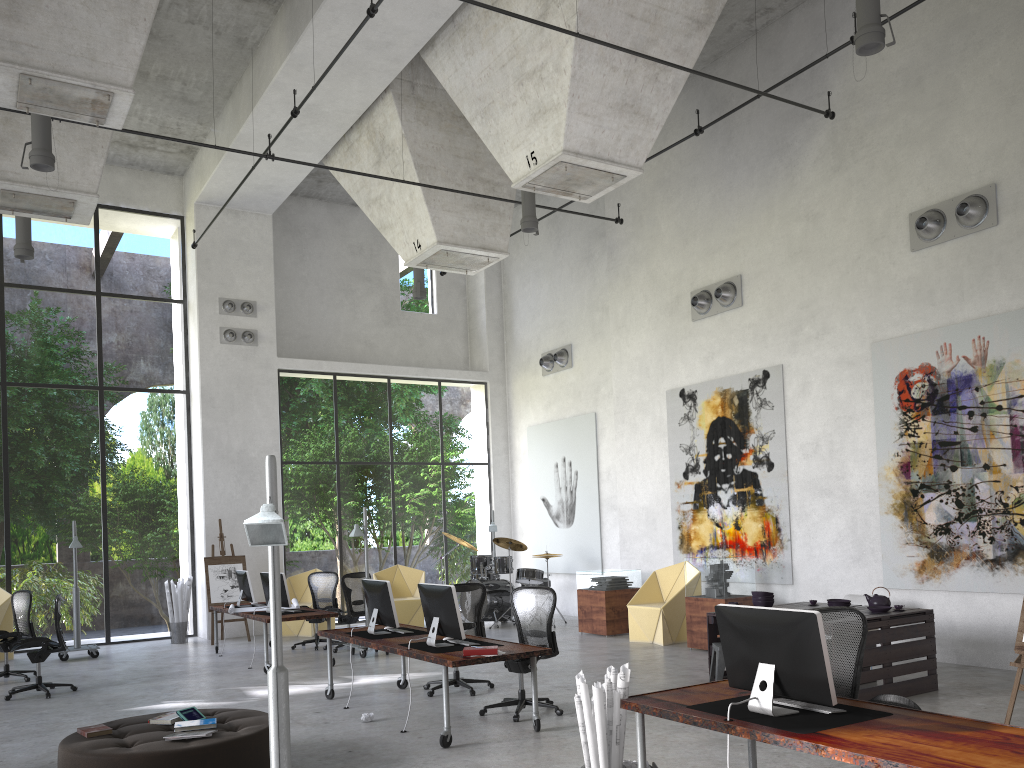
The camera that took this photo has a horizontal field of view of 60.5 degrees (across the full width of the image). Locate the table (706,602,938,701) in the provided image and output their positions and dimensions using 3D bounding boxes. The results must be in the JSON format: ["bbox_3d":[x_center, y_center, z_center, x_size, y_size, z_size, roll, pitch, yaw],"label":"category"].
[{"bbox_3d":[3.097,2.690,8.877,1.506,0.790,1.619,2,-9,-32],"label":"table"}]

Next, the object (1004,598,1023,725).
[{"bbox_3d":[4.078,1.560,6.433,0.684,2.132,0.706,-2,-2,-10],"label":"object"}]

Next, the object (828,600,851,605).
[{"bbox_3d":[3.323,2.230,8.918,0.228,0.062,0.231,4,-11,-36],"label":"object"}]

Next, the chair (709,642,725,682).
[{"bbox_3d":[2.209,2.863,8.830,0.420,0.486,0.441,-3,-5,3],"label":"chair"}]

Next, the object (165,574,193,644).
[{"bbox_3d":[-5.775,3.917,15.255,0.442,1.203,0.413,-4,-3,36],"label":"object"}]

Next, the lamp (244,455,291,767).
[{"bbox_3d":[-1.138,1.418,4.265,0.579,2.141,0.600,-2,-2,-7],"label":"lamp"}]

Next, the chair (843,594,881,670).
[{"bbox_3d":[3.897,2.834,10.010,0.699,0.814,0.774,-7,-7,43],"label":"chair"}]

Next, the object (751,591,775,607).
[{"bbox_3d":[2.607,2.250,9.117,0.214,0.213,0.195,1,-6,-31],"label":"object"}]

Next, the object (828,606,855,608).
[{"bbox_3d":[3.324,2.279,8.915,0.297,0.024,0.297,-9,-11,35],"label":"object"}]

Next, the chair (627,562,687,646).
[{"bbox_3d":[2.286,3.221,12.982,0.934,1.162,0.988,1,-6,-33],"label":"chair"}]

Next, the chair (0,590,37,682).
[{"bbox_3d":[-6.682,3.342,11.641,0.773,1.178,0.797,-4,-4,22],"label":"chair"}]

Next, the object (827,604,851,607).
[{"bbox_3d":[3.321,2.258,8.915,0.229,0.047,0.231,-5,-10,17],"label":"object"}]

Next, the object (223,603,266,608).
[{"bbox_3d":[-4.008,3.415,13.477,0.688,0.008,0.858,3,-11,-30],"label":"object"}]

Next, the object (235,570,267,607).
[{"bbox_3d":[-4.023,3.133,13.485,0.377,0.549,0.722,0,-7,-30],"label":"object"}]

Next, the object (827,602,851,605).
[{"bbox_3d":[3.322,2.243,8.914,0.229,0.062,0.230,4,-11,-36],"label":"object"}]

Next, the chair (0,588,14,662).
[{"bbox_3d":[-8.355,3.762,13.670,0.981,1.162,0.941,-3,-5,14],"label":"chair"}]

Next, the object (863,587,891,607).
[{"bbox_3d":[3.670,2.144,8.783,0.212,0.231,0.220,1,-6,-34],"label":"object"}]

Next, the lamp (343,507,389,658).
[{"bbox_3d":[-2.105,2.863,12.778,0.596,2.141,0.583,-1,-2,-32],"label":"lamp"}]

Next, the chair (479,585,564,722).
[{"bbox_3d":[0.108,2.517,8.307,0.773,1.178,0.796,-4,-4,27],"label":"chair"}]

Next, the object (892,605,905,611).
[{"bbox_3d":[3.786,2.192,8.598,0.117,0.056,0.139,-5,-9,18],"label":"object"}]

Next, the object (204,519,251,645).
[{"bbox_3d":[-4.957,3.392,15.192,0.693,2.132,0.689,-1,-3,-31],"label":"object"}]

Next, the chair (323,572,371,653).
[{"bbox_3d":[-2.527,3.478,13.468,0.795,1.178,0.774,-4,-4,22],"label":"chair"}]

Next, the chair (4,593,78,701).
[{"bbox_3d":[-5.622,3.100,10.438,0.793,1.178,0.776,1,-5,-43],"label":"chair"}]

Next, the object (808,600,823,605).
[{"bbox_3d":[3.264,2.361,9.488,0.137,0.056,0.118,0,-8,-16],"label":"object"}]

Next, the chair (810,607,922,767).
[{"bbox_3d":[2.074,1.918,5.163,0.771,1.178,0.798,1,-5,-43],"label":"chair"}]

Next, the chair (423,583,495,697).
[{"bbox_3d":[-0.646,2.759,9.581,0.797,1.178,0.772,-6,-5,42],"label":"chair"}]

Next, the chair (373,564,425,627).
[{"bbox_3d":[-2.053,3.936,16.250,0.978,1.162,0.944,-1,-5,-12],"label":"chair"}]

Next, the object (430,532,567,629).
[{"bbox_3d":[-0.171,3.606,16.488,2.995,1.731,1.886,-9,-9,42],"label":"object"}]

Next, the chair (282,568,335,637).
[{"bbox_3d":[-3.733,3.937,15.851,0.981,1.162,0.941,-4,-5,17],"label":"chair"}]

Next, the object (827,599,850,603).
[{"bbox_3d":[3.317,2.219,8.921,0.229,0.057,0.231,3,-11,-32],"label":"object"}]

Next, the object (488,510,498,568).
[{"bbox_3d":[-0.350,3.665,18.021,0.579,2.141,0.599,-2,-2,3],"label":"object"}]

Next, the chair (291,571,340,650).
[{"bbox_3d":[-3.065,3.570,13.897,0.771,1.178,0.798,-3,-4,7],"label":"chair"}]

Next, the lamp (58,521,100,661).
[{"bbox_3d":[-6.801,3.206,13.698,0.579,2.141,0.600,-1,-2,-32],"label":"lamp"}]

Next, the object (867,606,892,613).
[{"bbox_3d":[3.570,2.192,8.533,0.230,0.047,0.230,-9,-11,35],"label":"object"}]
